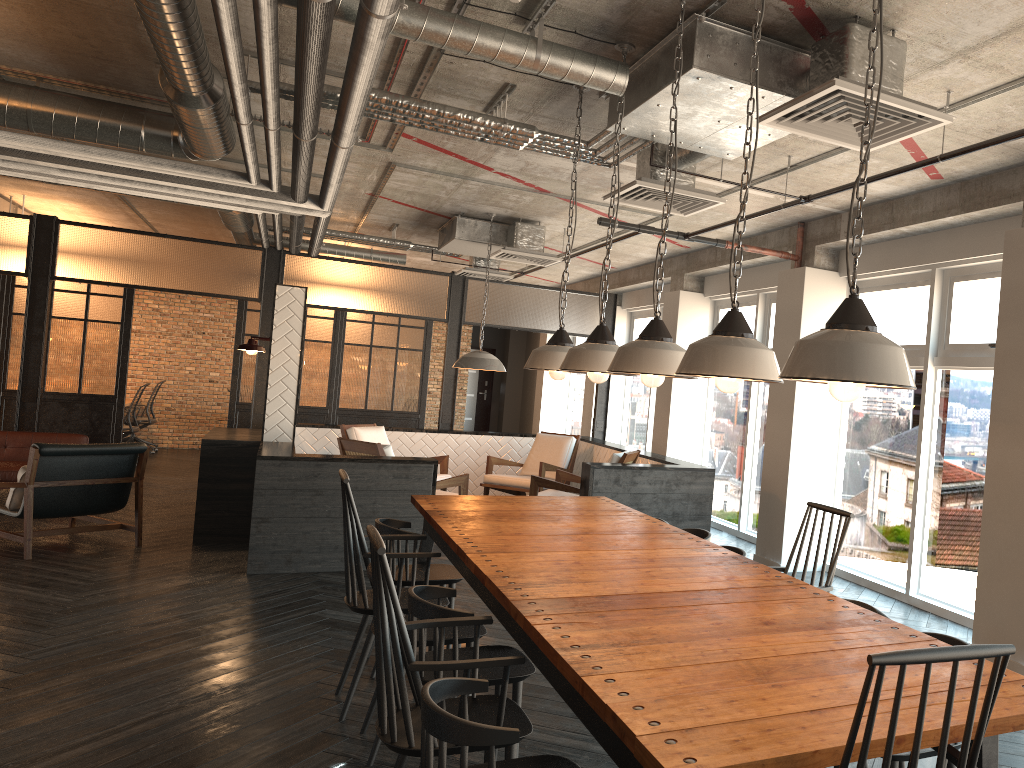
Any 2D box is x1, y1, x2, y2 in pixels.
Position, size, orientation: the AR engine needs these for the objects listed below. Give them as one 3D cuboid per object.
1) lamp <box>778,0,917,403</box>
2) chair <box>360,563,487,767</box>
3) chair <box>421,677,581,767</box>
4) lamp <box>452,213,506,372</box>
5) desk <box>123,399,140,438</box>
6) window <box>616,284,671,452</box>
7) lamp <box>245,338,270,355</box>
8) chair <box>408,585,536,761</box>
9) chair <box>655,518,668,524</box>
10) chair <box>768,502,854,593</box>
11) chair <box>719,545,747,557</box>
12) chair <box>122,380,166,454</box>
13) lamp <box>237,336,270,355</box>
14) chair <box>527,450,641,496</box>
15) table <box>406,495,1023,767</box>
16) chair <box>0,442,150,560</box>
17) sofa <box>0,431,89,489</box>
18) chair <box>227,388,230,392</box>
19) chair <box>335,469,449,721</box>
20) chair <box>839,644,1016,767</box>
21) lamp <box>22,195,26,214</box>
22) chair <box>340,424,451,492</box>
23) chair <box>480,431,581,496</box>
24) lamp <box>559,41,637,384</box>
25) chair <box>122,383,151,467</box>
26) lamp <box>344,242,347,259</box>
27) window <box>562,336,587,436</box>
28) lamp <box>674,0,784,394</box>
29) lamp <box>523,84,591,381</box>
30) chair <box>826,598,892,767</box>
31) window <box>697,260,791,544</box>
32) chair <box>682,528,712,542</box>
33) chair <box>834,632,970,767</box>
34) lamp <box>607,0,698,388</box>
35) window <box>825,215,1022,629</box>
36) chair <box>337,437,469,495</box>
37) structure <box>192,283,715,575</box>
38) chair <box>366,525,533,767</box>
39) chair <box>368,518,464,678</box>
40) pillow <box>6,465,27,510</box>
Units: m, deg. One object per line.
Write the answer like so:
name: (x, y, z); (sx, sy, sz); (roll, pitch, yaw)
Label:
lamp: (0.943, -0.816, 2.176); (0.336, 1.737, 0.396); (5, 0, 20)
chair: (-0.361, 1.090, 3.373); (0.525, 0.726, 0.329); (5, 0, -23)
chair: (-0.019, 1.121, 2.078); (0.504, 0.737, 0.329); (5, 0, -23)
lamp: (-0.257, -0.912, 8.225); (0.558, 1.545, 0.461); (5, 0, -15)
desk: (-5.877, 0.588, 11.690); (0.905, 0.720, 1.455); (5, 0, -18)
window: (1.920, 0.131, 11.299); (0.276, 2.874, 2.208); (5, 0, -16)
lamp: (-2.337, -0.348, 7.584); (0.168, 0.171, 0.260); (5, 0, 36)
chair: (-0.164, 1.103, 2.986); (0.504, 0.737, 0.329); (5, 0, -23)
chair: (0.660, 1.159, 4.895); (0.525, 0.726, 0.329); (5, 0, -23)
chair: (1.177, 1.056, 3.684); (0.555, 1.033, 0.403); (5, 0, -23)
chair: (0.899, 1.179, 4.081); (0.504, 0.737, 0.329); (5, 0, -23)
chair: (-5.435, 0.449, 11.925); (0.791, 1.063, 0.609); (5, 0, -22)
lamp: (-2.169, -0.330, 6.969); (0.168, 0.171, 0.260); (5, 0, 36)
chair: (0.660, 1.046, 7.827); (0.902, 0.907, 0.754); (5, 0, 12)
table: (0.411, 1.118, 3.437); (1.342, 0.791, 3.322); (5, 0, -17)
chair: (-3.417, 0.789, 6.212); (0.889, 0.795, 0.852); (5, 0, 33)
sofa: (-4.844, 0.745, 7.477); (1.834, 0.637, 0.590); (4, 0, -25)
chair: (-3.492, 0.609, 11.271); (0.791, 1.063, 0.609); (5, 0, -22)
chair: (-0.544, 0.918, 3.746); (0.555, 1.033, 0.403); (5, 0, -23)
chair: (0.794, 1.039, 1.876); (0.509, 1.033, 0.441); (5, 0, -17)
lamp: (-5.871, -1.724, 10.701); (0.336, 0.857, 3.025); (5, 0, -15)
chair: (-1.194, 0.893, 8.437); (0.877, 0.907, 0.773); (5, 0, 17)
chair: (0.248, 1.002, 9.244); (0.636, 0.907, 1.055); (5, 0, 31)
lamp: (0.474, -0.867, 3.897); (0.381, 1.737, 0.351); (5, 0, -3)
chair: (-5.047, 0.491, 10.502); (0.791, 1.063, 0.609); (5, 0, -22)
lamp: (-2.609, -1.477, 12.331); (0.336, 0.857, 3.025); (5, 0, -15)
window: (1.264, 0.060, 13.705); (0.276, 2.874, 2.208); (5, 0, -16)
lamp: (0.786, -0.833, 2.751); (0.421, 1.737, 0.311); (5, 0, -33)
lamp: (0.318, -0.884, 4.470); (0.381, 1.737, 0.351); (5, 0, -3)
chair: (1.162, 1.213, 3.177); (0.525, 0.726, 0.329); (5, 0, -23)
window: (2.576, 0.202, 8.893); (0.276, 2.874, 2.208); (5, 0, -16)
chair: (0.838, 1.170, 4.546); (0.504, 0.737, 0.329); (5, 0, -23)
chair: (1.275, 1.219, 2.724); (0.504, 0.737, 0.329); (5, 0, -23)
lamp: (0.630, -0.850, 3.324); (0.395, 1.737, 0.337); (5, 0, -11)
window: (3.230, 0.273, 6.491); (0.276, 2.874, 2.208); (5, 0, -16)
chair: (-0.927, 0.925, 7.068); (0.617, 0.907, 1.080); (5, 0, 40)
structure: (-0.574, 0.338, 8.129); (4.490, 2.115, 3.258); (4, 0, -23)
chair: (-0.197, 0.956, 2.470); (0.555, 1.033, 0.403); (5, 0, -23)
chair: (-0.489, 1.067, 4.272); (0.504, 0.737, 0.329); (5, 0, -23)
pillow: (-3.261, 0.749, 6.123); (0.220, 0.334, 0.773); (5, 0, 37)
